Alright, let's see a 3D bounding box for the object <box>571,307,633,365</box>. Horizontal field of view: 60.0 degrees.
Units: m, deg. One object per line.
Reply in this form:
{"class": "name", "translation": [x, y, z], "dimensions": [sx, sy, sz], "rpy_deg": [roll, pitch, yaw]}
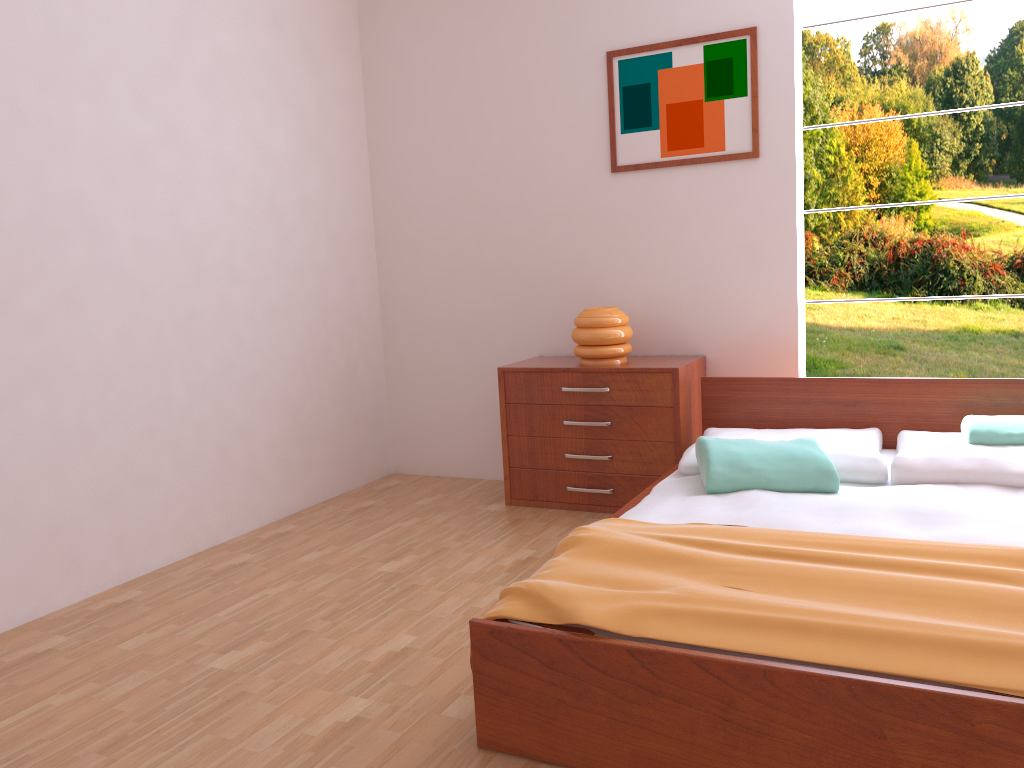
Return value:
{"class": "object", "translation": [0.390, -0.210, 3.839], "dimensions": [0.264, 0.244, 0.264], "rpy_deg": [4, 11, 43]}

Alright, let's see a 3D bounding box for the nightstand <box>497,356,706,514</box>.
{"class": "nightstand", "translation": [0.403, 0.213, 3.904], "dimensions": [0.815, 0.626, 0.428], "rpy_deg": [1, 9, 27]}

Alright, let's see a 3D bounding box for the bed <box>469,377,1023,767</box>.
{"class": "bed", "translation": [1.053, 0.396, 2.456], "dimensions": [1.632, 0.560, 1.990], "rpy_deg": [1, 9, 27]}

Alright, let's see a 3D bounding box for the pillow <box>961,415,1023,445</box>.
{"class": "pillow", "translation": [1.675, 0.160, 2.942], "dimensions": [0.322, 0.116, 0.276], "rpy_deg": [0, 8, 24]}

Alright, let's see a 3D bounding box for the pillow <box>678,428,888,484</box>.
{"class": "pillow", "translation": [0.979, 0.254, 3.205], "dimensions": [0.682, 0.157, 0.574], "rpy_deg": [0, 8, 21]}

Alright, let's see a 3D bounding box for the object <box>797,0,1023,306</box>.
{"class": "object", "translation": [2.160, -0.882, 3.179], "dimensions": [2.205, 1.815, 0.033], "rpy_deg": [1, 9, 27]}

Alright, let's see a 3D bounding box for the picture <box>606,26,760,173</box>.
{"class": "picture", "translation": [0.719, -1.190, 3.763], "dimensions": [0.645, 0.517, 0.030], "rpy_deg": [1, 9, 27]}

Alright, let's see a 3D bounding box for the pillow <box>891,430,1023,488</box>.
{"class": "pillow", "translation": [1.597, 0.258, 2.915], "dimensions": [0.630, 0.182, 0.574], "rpy_deg": [0, 8, 25]}

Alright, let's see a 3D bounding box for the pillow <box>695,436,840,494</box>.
{"class": "pillow", "translation": [0.823, 0.264, 2.893], "dimensions": [0.425, 0.164, 0.334], "rpy_deg": [-3, 8, 3]}
